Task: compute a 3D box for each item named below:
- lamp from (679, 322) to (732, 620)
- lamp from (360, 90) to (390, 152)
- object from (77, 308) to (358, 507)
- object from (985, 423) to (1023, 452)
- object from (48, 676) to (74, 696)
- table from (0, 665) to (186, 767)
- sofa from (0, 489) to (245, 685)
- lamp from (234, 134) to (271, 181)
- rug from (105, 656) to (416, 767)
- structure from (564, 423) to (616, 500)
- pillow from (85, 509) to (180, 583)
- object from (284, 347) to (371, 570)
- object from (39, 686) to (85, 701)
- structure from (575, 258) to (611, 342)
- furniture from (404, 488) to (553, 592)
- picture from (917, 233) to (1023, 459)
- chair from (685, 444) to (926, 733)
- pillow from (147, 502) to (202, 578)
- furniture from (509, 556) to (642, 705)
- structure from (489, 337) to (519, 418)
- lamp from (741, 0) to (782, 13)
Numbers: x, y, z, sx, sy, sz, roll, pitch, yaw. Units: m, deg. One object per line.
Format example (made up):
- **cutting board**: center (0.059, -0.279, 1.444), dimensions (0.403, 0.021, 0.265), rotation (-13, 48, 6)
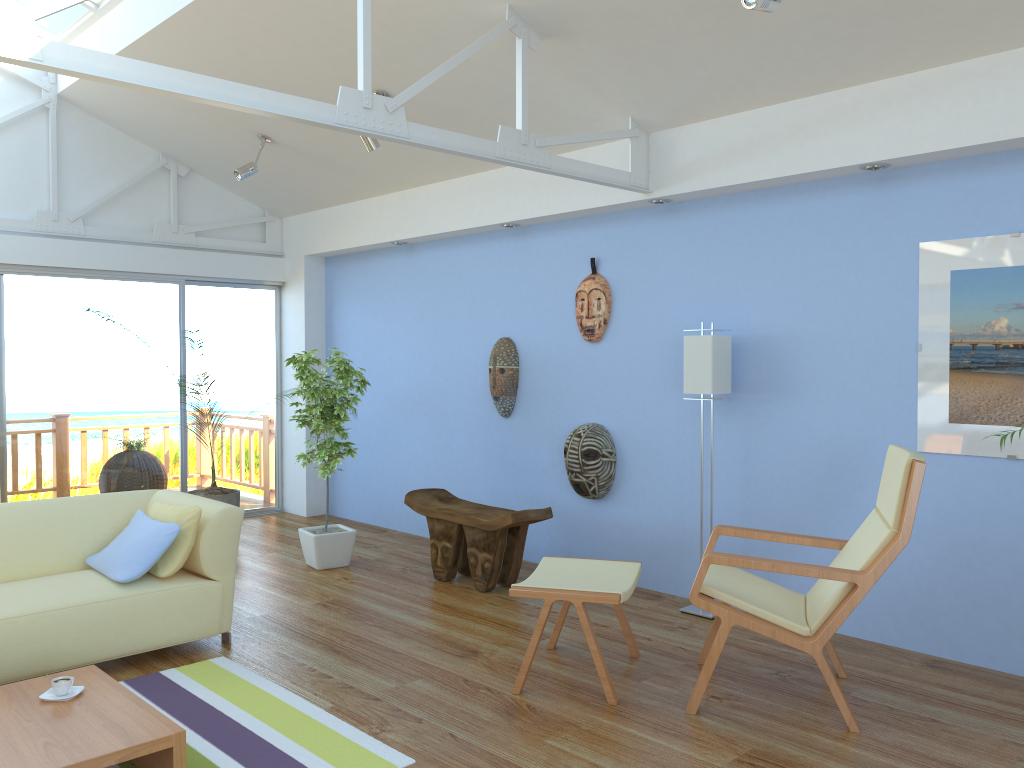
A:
- **lamp**: center (1.018, 0.439, 4.627), dimensions (0.200, 1.520, 0.200), rotation (-2, 2, -44)
- **lamp**: center (-0.813, -1.528, 5.163), dimensions (0.195, 0.351, 0.127), rotation (-1, 2, -26)
- **object**: center (-2.073, 0.306, 6.430), dimensions (1.563, 1.695, 1.706), rotation (1, 2, 38)
- **object**: center (2.186, 0.426, 1.916), dimensions (1.563, 1.695, 1.706), rotation (-1, 2, -23)
- **object**: center (-1.498, 0.996, 2.966), dimensions (0.062, 0.077, 0.086), rotation (0, 2, 17)
- **table**: center (-1.550, 1.146, 2.699), dimensions (0.800, 0.198, 0.800), rotation (-2, 2, -44)
- **sofa**: center (-2.420, 0.875, 3.638), dimensions (2.448, 0.597, 0.950), rotation (-2, 2, -44)
- **lamp**: center (-1.803, -1.567, 6.159), dimensions (0.254, 0.327, 0.118), rotation (-1, 2, -26)
- **rug**: center (-1.562, 1.253, 2.711), dimensions (2.100, 0.018, 1.400), rotation (-2, 2, -44)
- **structure**: center (0.432, 0.473, 5.343), dimensions (0.185, 0.466, 0.359), rotation (-2, 2, -44)
- **pillow**: center (-1.759, 0.745, 4.080), dimensions (0.272, 0.244, 0.566), rotation (-2, 2, -41)
- **object**: center (-1.174, 0.469, 5.683), dimensions (0.495, 1.409, 0.699), rotation (0, 2, 0)
- **object**: center (-1.501, 1.034, 2.958), dimensions (0.118, 0.016, 0.118), rotation (0, 2, 1)
- **structure**: center (0.478, -0.506, 5.354), dimensions (0.063, 0.508, 0.264), rotation (-2, 2, -44)
- **furniture**: center (-0.224, 0.930, 5.278), dimensions (0.329, 0.507, 1.100), rotation (-2, 2, -43)
- **picture**: center (2.315, -0.151, 3.471), dimensions (0.005, 0.937, 1.419), rotation (-2, 2, -44)
- **chair**: center (1.148, 0.741, 3.494), dimensions (0.859, 0.982, 0.632), rotation (0, 2, 16)
- **pillow**: center (-1.660, 0.705, 4.157), dimensions (0.201, 0.311, 0.559), rotation (-2, 2, -43)
- **furniture**: center (0.286, 1.012, 3.756), dimensions (0.449, 0.427, 0.619), rotation (0, 2, 16)
- **structure**: center (-0.082, -0.042, 5.918), dimensions (0.115, 0.541, 0.254), rotation (-2, 2, -44)
- **lamp**: center (0.953, -1.505, 3.262), dimensions (0.257, 0.296, 0.119), rotation (-1, 2, -26)
